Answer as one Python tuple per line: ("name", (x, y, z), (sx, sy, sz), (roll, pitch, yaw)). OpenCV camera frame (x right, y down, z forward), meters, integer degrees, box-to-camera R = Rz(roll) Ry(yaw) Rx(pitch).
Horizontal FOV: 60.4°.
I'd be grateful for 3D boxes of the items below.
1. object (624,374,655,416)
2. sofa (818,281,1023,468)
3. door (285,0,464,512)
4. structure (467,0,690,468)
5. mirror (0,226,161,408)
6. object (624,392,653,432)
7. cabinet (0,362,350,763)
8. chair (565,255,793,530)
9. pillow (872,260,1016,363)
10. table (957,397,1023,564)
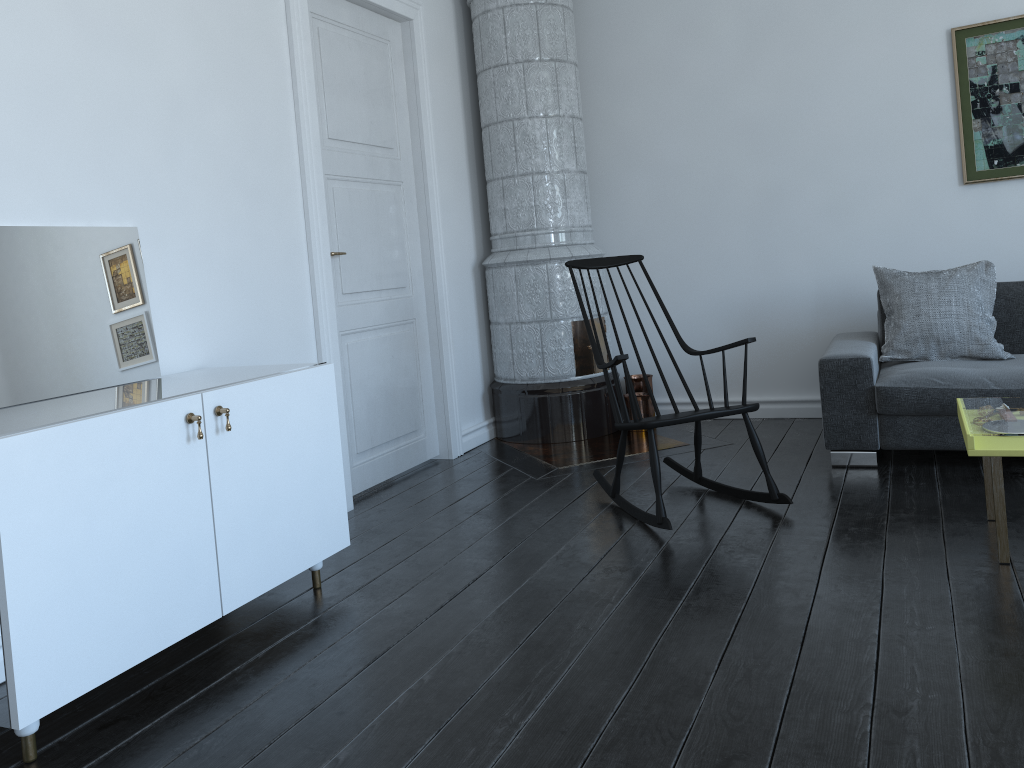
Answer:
("object", (0.764, 0.094, 5.249), (0.172, 0.280, 0.177), (-4, 3, 25))
("sofa", (2.619, -0.102, 3.804), (2.366, 0.721, 1.095), (-2, 6, 25))
("door", (-0.665, -0.752, 4.292), (0.115, 2.468, 1.178), (-5, 2, 25))
("structure", (0.238, -1.136, 5.000), (0.781, 2.882, 1.269), (-6, 2, -20))
("mirror", (-1.349, -0.218, 2.602), (0.054, 0.500, 0.703), (-5, 5, 25))
("object", (0.731, 0.162, 5.069), (0.174, 0.199, 0.173), (-4, 4, 15))
("cabinet", (-1.037, 0.392, 2.494), (0.588, 0.732, 1.213), (-4, 6, 25))
("chair", (0.593, -0.030, 3.566), (0.614, 1.002, 0.907), (-6, 4, -20))
("pillow", (2.701, -0.356, 3.871), (2.049, 0.491, 0.483), (-1, 6, 29))
("table", (2.087, 0.278, 2.526), (1.396, 0.398, 0.606), (-2, 6, 25))
